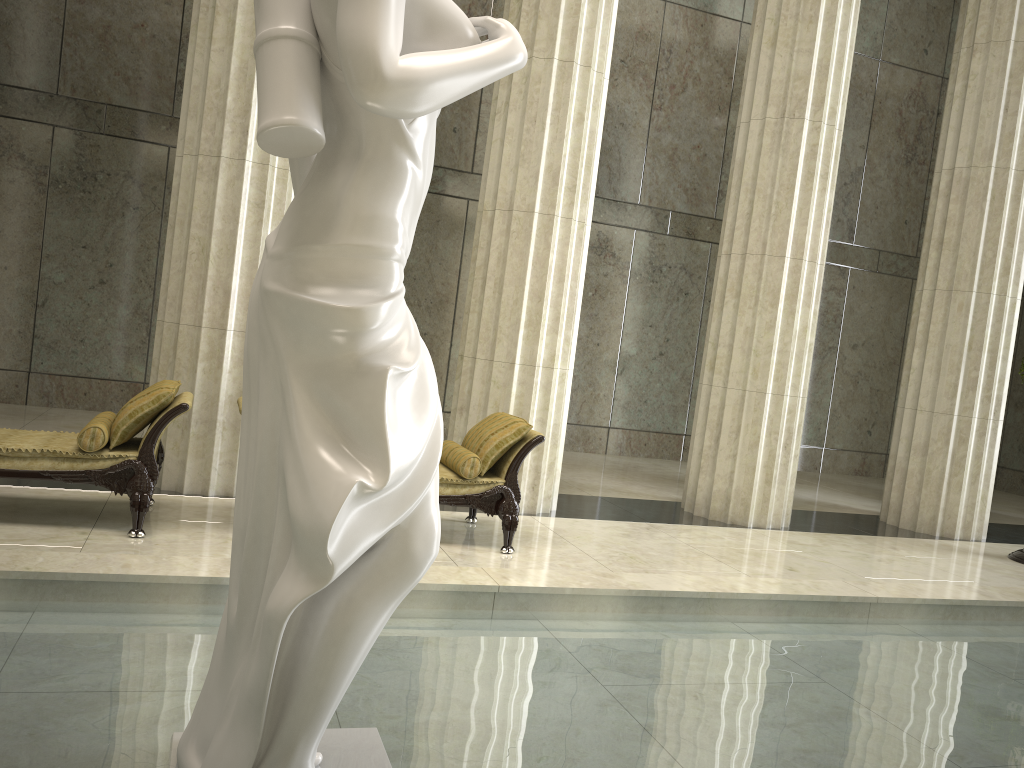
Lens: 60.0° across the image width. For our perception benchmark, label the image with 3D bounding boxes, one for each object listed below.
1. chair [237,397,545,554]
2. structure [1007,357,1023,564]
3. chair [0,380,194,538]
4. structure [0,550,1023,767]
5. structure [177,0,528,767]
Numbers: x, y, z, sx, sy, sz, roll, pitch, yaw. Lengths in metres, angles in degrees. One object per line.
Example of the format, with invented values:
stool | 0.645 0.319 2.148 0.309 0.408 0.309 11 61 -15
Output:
chair | -0.920 0.618 6.508 2.172 0.950 0.993 6 3 -19
structure | 5.414 0.588 8.655 1.053 2.386 1.159 8 3 11
chair | -3.239 0.365 5.702 2.172 0.950 0.993 6 3 -19
structure | -0.685 1.261 2.518 11.573 0.508 3.754 6 3 -19
structure | -0.469 -0.174 2.429 0.729 3.044 0.940 6 3 -25
